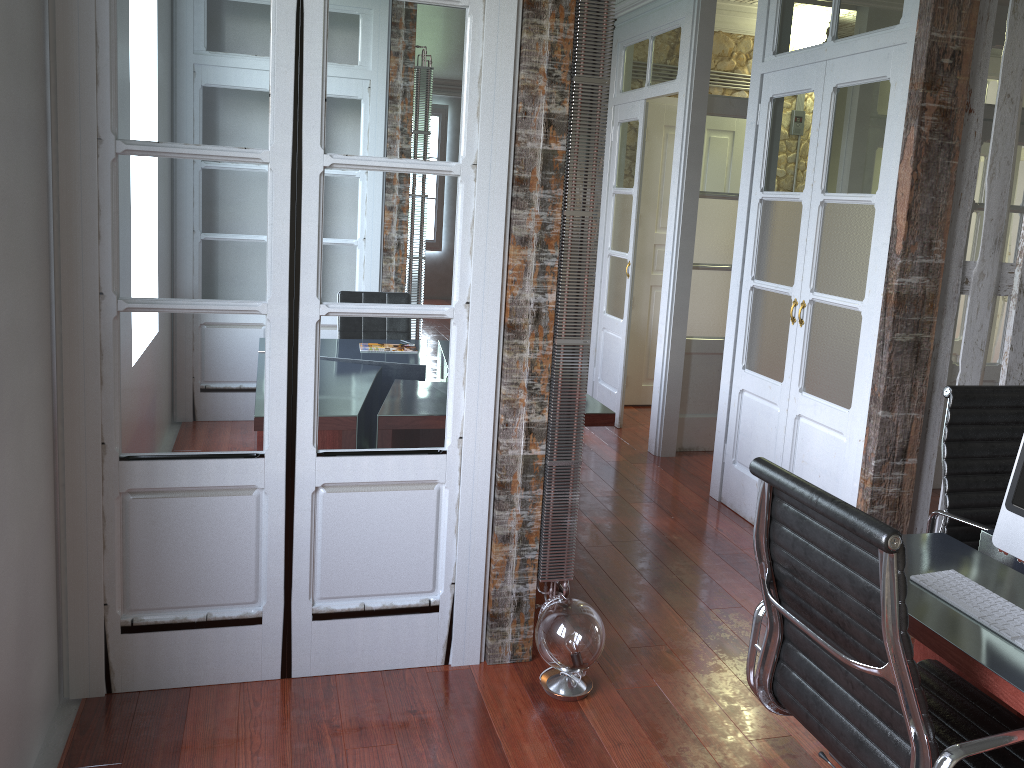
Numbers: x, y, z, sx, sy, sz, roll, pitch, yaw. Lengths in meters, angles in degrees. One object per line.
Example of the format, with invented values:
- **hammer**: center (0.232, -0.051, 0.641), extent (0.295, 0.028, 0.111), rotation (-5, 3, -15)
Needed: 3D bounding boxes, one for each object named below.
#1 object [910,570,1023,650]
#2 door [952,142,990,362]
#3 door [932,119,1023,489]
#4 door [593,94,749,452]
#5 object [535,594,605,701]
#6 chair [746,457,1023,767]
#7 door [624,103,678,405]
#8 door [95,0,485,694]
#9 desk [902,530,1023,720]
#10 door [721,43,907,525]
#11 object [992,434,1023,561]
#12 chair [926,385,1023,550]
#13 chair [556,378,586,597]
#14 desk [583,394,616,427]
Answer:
- **object**: center (1.004, 0.477, 1.792), extent (0.118, 0.017, 0.443), rotation (0, 13, -15)
- **door**: center (2.667, -0.607, 5.879), extent (1.076, 2.068, 0.041), rotation (1, 9, -16)
- **door**: center (2.901, -0.419, 5.070), extent (1.076, 2.068, 0.041), rotation (1, 9, -16)
- **door**: center (0.871, -0.740, 5.766), extent (0.483, 2.163, 1.195), rotation (-5, 13, -41)
- **object**: center (0.173, 0.853, 2.785), extent (0.220, 0.380, 0.236), rotation (-4, 12, -37)
- **chair**: center (0.805, 0.690, 1.833), extent (0.699, 1.014, 0.672), rotation (1, 10, -11)
- **door**: center (1.312, -0.930, 6.629), extent (0.868, 2.199, 0.146), rotation (1, 9, -16)
- **door**: center (-0.644, -0.151, 2.606), extent (1.160, 2.162, 0.041), rotation (1, 9, -16)
- **desk**: center (2.066, 0.884, 1.955), extent (2.506, 0.721, 1.313), rotation (0, 12, -15)
- **door**: center (1.310, -0.334, 3.996), extent (0.041, 2.160, 1.067), rotation (1, 10, -15)
- **object**: center (1.239, 0.255, 1.790), extent (0.189, 0.481, 0.488), rotation (1, 11, -15)
- **chair**: center (1.583, 0.566, 2.625), extent (0.665, 1.014, 0.705), rotation (0, 11, -21)
- **chair**: center (-0.035, 0.335, 3.497), extent (0.475, 0.911, 0.607), rotation (1, 10, -15)
- **desk**: center (-0.506, 0.251, 4.357), extent (1.445, 0.648, 1.729), rotation (0, 12, -15)
